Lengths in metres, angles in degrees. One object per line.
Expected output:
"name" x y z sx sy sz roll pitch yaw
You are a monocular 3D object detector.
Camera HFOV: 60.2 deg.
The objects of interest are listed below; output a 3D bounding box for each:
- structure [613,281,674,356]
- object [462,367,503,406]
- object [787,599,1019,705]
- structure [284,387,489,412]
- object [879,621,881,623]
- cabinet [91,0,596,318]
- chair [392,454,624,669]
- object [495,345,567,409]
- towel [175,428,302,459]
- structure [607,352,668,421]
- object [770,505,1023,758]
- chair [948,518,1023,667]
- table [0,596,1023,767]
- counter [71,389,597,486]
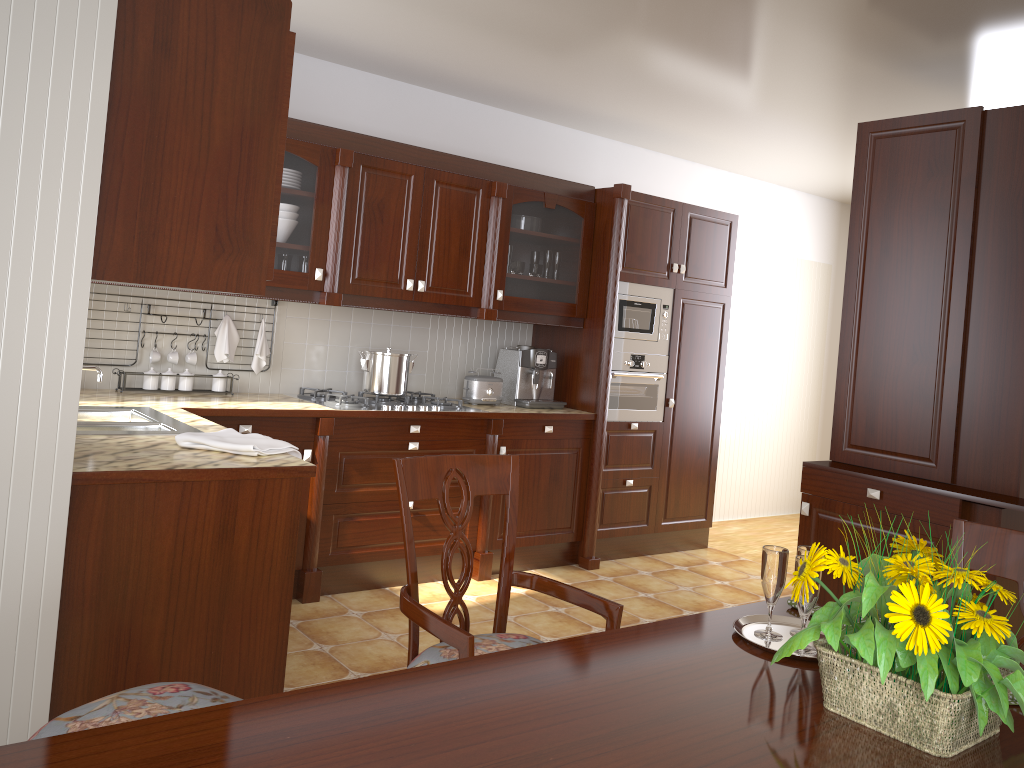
"structure" 0.623 -0.377 5.021 0.493 0.386 0.318 4 2 -37
"object" -0.146 0.013 4.614 0.242 0.188 0.141 4 2 -37
"object" 0.669 0.419 1.464 0.166 0.056 0.530 4 4 -24
"structure" -0.600 0.073 4.240 0.813 0.046 0.593 2 5 -37
"object" 0.664 0.419 1.510 0.146 0.046 0.047 4 2 -24
"cabinet" -0.268 -0.661 3.432 2.773 0.779 1.374 3 4 -37
"chair" -0.024 0.552 1.784 0.403 0.746 0.461 5 0 -40
"object" 0.105 -0.042 4.790 0.274 0.322 0.324 4 2 -37
"towel" -0.788 0.191 2.596 0.330 0.097 0.343 6 4 15
"structure" 0.684 0.019 4.891 0.493 0.375 0.041 4 0 -37
"object" 0.549 0.319 1.178 0.319 0.337 0.298 6 2 44
"chair" 0.778 0.645 1.464 0.458 0.746 0.406 5 0 -37
"table" 0.123 0.709 0.965 1.673 0.558 0.738 3 3 -37
"counter" -0.465 0.163 3.581 2.775 0.032 1.832 2 5 -37
